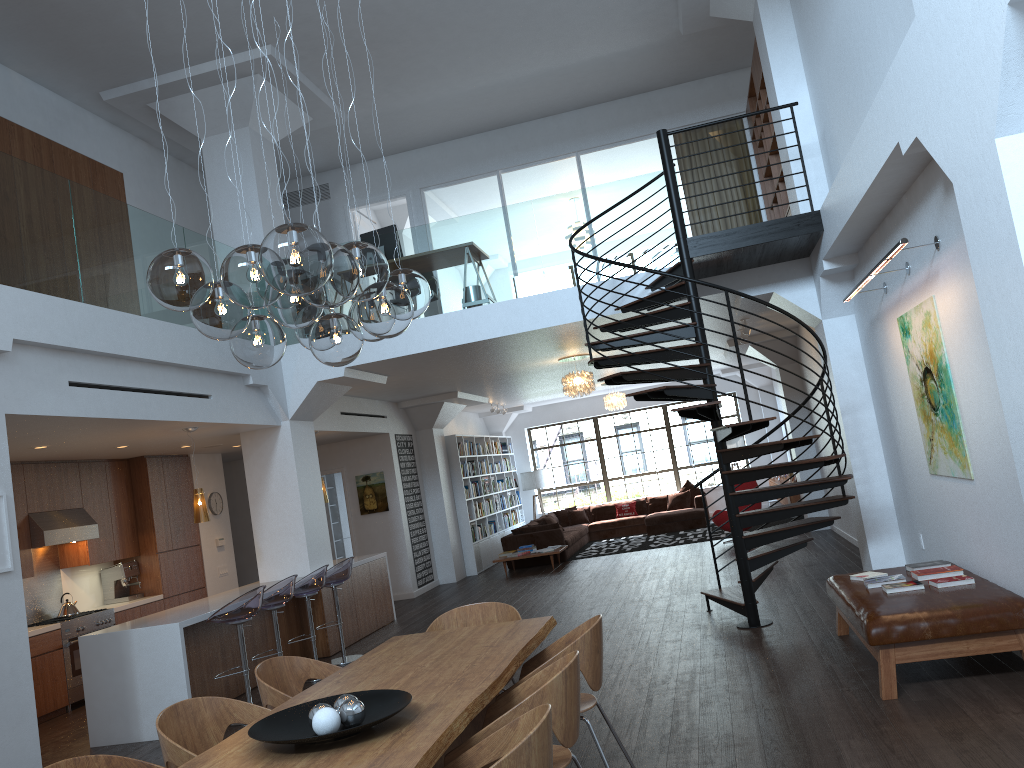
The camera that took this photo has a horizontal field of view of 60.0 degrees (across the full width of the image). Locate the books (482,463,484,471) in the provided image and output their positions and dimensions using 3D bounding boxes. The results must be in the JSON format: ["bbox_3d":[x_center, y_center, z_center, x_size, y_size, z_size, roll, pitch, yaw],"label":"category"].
[{"bbox_3d":[-0.618,1.623,16.866,0.161,0.223,0.027,-11,-6,11],"label":"books"}]

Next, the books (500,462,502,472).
[{"bbox_3d":[-0.302,1.725,18.380,0.158,0.226,0.052,-11,-6,11],"label":"books"}]

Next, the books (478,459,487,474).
[{"bbox_3d":[-0.591,1.604,17.062,0.176,0.290,0.053,-11,-6,11],"label":"books"}]

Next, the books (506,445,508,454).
[{"bbox_3d":[-0.197,1.398,19.193,0.183,0.253,0.042,-11,-6,11],"label":"books"}]

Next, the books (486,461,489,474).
[{"bbox_3d":[-0.550,1.631,17.189,0.159,0.250,0.026,-11,-6,11],"label":"books"}]

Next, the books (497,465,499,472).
[{"bbox_3d":[-0.349,1.732,18.126,0.128,0.178,0.022,-11,-6,11],"label":"books"}]

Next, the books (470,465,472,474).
[{"bbox_3d":[-0.820,1.556,16.028,0.160,0.251,0.039,-11,-6,11],"label":"books"}]

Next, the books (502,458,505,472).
[{"bbox_3d":[-0.274,1.708,18.539,0.198,0.284,0.066,-11,-6,11],"label":"books"}]

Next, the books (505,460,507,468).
[{"bbox_3d":[-0.201,1.749,18.838,0.174,0.240,0.045,-11,-6,11],"label":"books"}]

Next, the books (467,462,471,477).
[{"bbox_3d":[-0.844,1.546,15.904,0.183,0.253,0.042,-11,-6,11],"label":"books"}]

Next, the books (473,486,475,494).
[{"bbox_3d":[-0.763,1.923,15.921,0.170,0.245,0.057,-11,-6,11],"label":"books"}]

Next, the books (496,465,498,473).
[{"bbox_3d":[-0.357,1.725,17.998,0.107,0.167,0.017,-11,-6,11],"label":"books"}]

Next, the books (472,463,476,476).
[{"bbox_3d":[-0.762,1.574,16.245,0.174,0.240,0.054,-11,-6,11],"label":"books"}]

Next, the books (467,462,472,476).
[{"bbox_3d":[-0.831,1.550,15.990,0.180,0.259,0.042,-11,-6,11],"label":"books"}]

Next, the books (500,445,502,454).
[{"bbox_3d":[-0.308,1.374,18.627,0.161,0.223,0.032,-11,-6,11],"label":"books"}]

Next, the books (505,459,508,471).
[{"bbox_3d":[-0.184,1.743,18.874,0.183,0.253,0.034,-11,-6,11],"label":"books"}]

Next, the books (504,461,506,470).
[{"bbox_3d":[-0.230,1.732,18.686,0.183,0.253,0.034,-11,-6,11],"label":"books"}]

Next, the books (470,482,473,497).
[{"bbox_3d":[-0.812,1.893,15.740,0.197,0.283,0.065,-11,-6,11],"label":"books"}]

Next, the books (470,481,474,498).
[{"bbox_3d":[-0.796,1.893,15.799,0.176,0.290,0.053,-11,-6,11],"label":"books"}]

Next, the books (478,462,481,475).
[{"bbox_3d":[-0.682,1.587,16.571,0.182,0.253,0.034,-11,-6,11],"label":"books"}]

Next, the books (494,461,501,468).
[{"bbox_3d":[-0.309,1.719,18.332,0.140,0.231,0.042,-11,-6,11],"label":"books"}]

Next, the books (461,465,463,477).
[{"bbox_3d":[-0.935,1.530,15.419,0.161,0.218,0.101,-11,-6,11],"label":"books"}]

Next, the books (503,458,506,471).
[{"bbox_3d":[-0.243,1.711,18.646,0.176,0.290,0.053,-11,-6,11],"label":"books"}]

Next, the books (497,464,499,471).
[{"bbox_3d":[-0.345,1.730,18.151,0.134,0.184,0.030,-11,-6,11],"label":"books"}]

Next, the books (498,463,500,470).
[{"bbox_3d":[-0.322,1.731,18.250,0.136,0.196,0.045,-11,-6,11],"label":"books"}]

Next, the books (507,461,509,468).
[{"bbox_3d":[-0.161,1.754,18.997,0.160,0.250,0.026,-11,-6,11],"label":"books"}]

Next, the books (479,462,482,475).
[{"bbox_3d":[-0.669,1.600,16.643,0.174,0.239,0.045,-11,-6,11],"label":"books"}]

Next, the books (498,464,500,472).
[{"bbox_3d":[-0.327,1.735,18.196,0.128,0.178,0.022,-11,-6,11],"label":"books"}]

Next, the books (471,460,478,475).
[{"bbox_3d":[-0.733,1.561,16.410,0.176,0.291,0.053,-11,-6,11],"label":"books"}]

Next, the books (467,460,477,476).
[{"bbox_3d":[-0.760,1.564,16.363,0.198,0.284,0.049,-11,-6,11],"label":"books"}]

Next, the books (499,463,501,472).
[{"bbox_3d":[-0.310,1.735,18.290,0.139,0.191,0.036,-11,-6,11],"label":"books"}]

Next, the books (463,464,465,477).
[{"bbox_3d":[-0.917,1.524,15.478,0.172,0.235,0.112,-11,-6,11],"label":"books"}]

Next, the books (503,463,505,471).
[{"bbox_3d":[-0.248,1.725,18.579,0.160,0.250,0.026,-11,-6,11],"label":"books"}]

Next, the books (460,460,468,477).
[{"bbox_3d":[-0.883,1.506,15.637,0.176,0.290,0.053,-11,-6,11],"label":"books"}]

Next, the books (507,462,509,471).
[{"bbox_3d":[-0.174,1.747,18.957,0.180,0.259,0.060,-11,-6,11],"label":"books"}]

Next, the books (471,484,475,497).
[{"bbox_3d":[-0.770,1.922,15.870,0.174,0.239,0.045,-11,-6,11],"label":"books"}]

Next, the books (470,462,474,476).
[{"bbox_3d":[-0.797,1.562,16.138,0.183,0.253,0.042,-11,-6,11],"label":"books"}]

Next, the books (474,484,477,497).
[{"bbox_3d":[-0.738,1.939,16.045,0.167,0.230,0.037,-11,-6,11],"label":"books"}]

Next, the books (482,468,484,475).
[{"bbox_3d":[-0.642,1.617,16.811,0.167,0.230,0.037,-11,-6,11],"label":"books"}]

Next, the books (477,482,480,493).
[{"bbox_3d":[-0.692,1.942,16.251,0.182,0.253,0.034,-11,-6,11],"label":"books"}]

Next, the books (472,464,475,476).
[{"bbox_3d":[-0.773,1.577,16.170,0.161,0.223,0.032,-11,-6,11],"label":"books"}]

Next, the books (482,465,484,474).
[{"bbox_3d":[-0.626,1.621,16.841,0.161,0.223,0.026,-11,-6,11],"label":"books"}]

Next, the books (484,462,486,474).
[{"bbox_3d":[-0.598,1.623,16.984,0.174,0.239,0.045,-11,-6,11],"label":"books"}]

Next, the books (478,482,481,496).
[{"bbox_3d":[-0.675,1.942,16.282,0.182,0.253,0.034,-11,-6,11],"label":"books"}]

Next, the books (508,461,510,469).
[{"bbox_3d":[-0.149,1.767,19.091,0.174,0.240,0.045,-11,-6,11],"label":"books"}]

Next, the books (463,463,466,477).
[{"bbox_3d":[-0.904,1.526,15.560,0.174,0.242,0.105,-11,-6,11],"label":"books"}]

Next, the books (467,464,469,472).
[{"bbox_3d":[-0.862,1.549,15.816,0.174,0.236,0.142,-11,-6,12],"label":"books"}]

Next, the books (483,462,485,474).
[{"bbox_3d":[-0.612,1.617,16.935,0.170,0.245,0.057,-11,-6,11],"label":"books"}]

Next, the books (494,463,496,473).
[{"bbox_3d":[-0.403,1.699,17.840,0.146,0.202,0.027,-11,-6,11],"label":"books"}]

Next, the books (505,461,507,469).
[{"bbox_3d":[-0.200,1.754,18.801,0.161,0.223,0.027,-11,-6,11],"label":"books"}]

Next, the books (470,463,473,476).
[{"bbox_3d":[-0.808,1.560,16.065,0.171,0.246,0.039,-11,-6,11],"label":"books"}]

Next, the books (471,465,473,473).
[{"bbox_3d":[-0.800,1.574,16.100,0.161,0.223,0.033,-11,-6,11],"label":"books"}]

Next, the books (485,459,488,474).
[{"bbox_3d":[-0.582,1.612,17.122,0.197,0.283,0.065,-11,-6,11],"label":"books"}]

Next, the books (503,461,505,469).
[{"bbox_3d":[-0.238,1.739,18.602,0.161,0.223,0.026,-11,-6,11],"label":"books"}]

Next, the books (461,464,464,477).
[{"bbox_3d":[-0.926,1.524,15.447,0.152,0.232,0.104,-11,-6,11],"label":"books"}]

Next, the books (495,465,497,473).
[{"bbox_3d":[-0.393,1.709,17.898,0.139,0.191,0.036,-11,-6,11],"label":"books"}]

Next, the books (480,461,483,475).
[{"bbox_3d":[-0.650,1.600,16.742,0.182,0.253,0.034,-11,-6,11],"label":"books"}]
